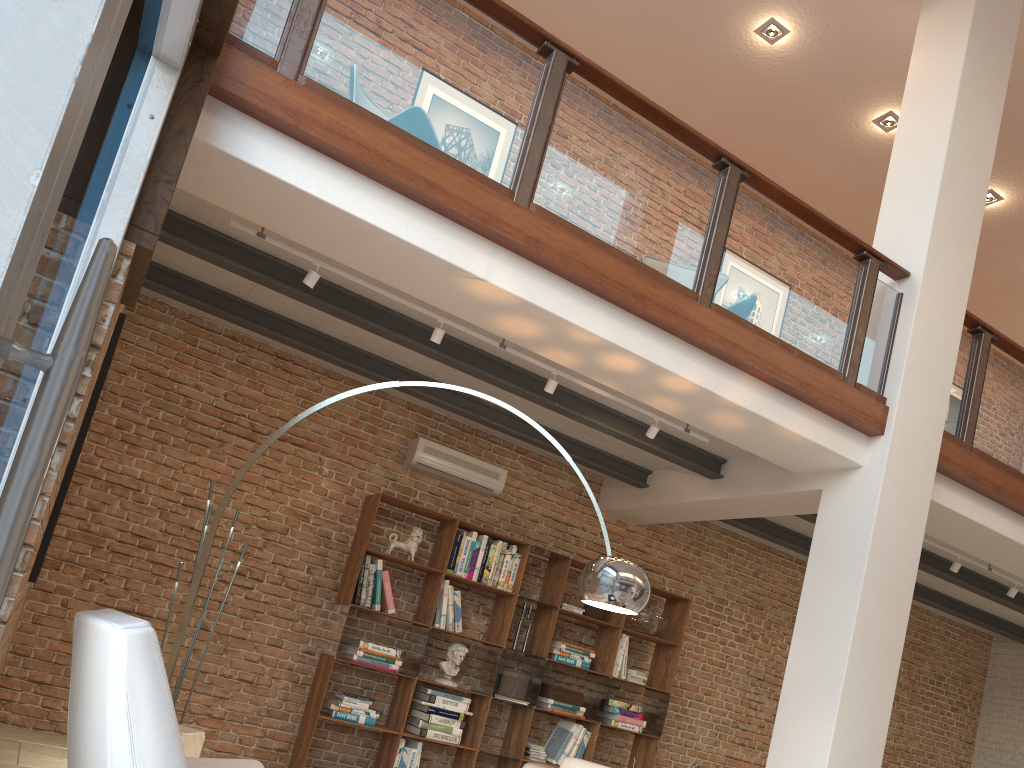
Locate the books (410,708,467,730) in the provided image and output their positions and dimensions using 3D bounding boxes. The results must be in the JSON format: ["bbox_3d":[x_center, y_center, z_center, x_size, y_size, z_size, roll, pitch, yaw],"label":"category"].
[{"bbox_3d":[-0.574,2.621,6.824,0.395,0.062,0.245,29,-23,-37],"label":"books"}]

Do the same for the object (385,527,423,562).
[{"bbox_3d":[-0.821,1.203,6.671,0.256,0.272,0.133,19,-11,-18],"label":"object"}]

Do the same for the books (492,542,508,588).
[{"bbox_3d":[-0.150,1.472,7.088,0.037,0.369,0.247,19,-12,-24],"label":"books"}]

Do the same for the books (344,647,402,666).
[{"bbox_3d":[-1.048,2.057,6.577,0.392,0.035,0.246,26,-21,-31],"label":"books"}]

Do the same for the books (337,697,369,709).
[{"bbox_3d":[-1.189,2.387,6.533,0.211,0.032,0.134,23,-20,-25],"label":"books"}]

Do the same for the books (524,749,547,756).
[{"bbox_3d":[0.158,3.048,7.245,0.176,0.018,0.238,26,-21,-30],"label":"books"}]

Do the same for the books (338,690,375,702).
[{"bbox_3d":[-1.167,2.337,6.530,0.259,0.016,0.164,23,-20,-25],"label":"books"}]

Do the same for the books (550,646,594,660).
[{"bbox_3d":[0.476,2.279,7.396,0.393,0.017,0.246,26,-22,-32],"label":"books"}]

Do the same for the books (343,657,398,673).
[{"bbox_3d":[-1.072,2.119,6.578,0.365,0.020,0.276,23,-20,-25],"label":"books"}]

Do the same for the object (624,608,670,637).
[{"bbox_3d":[1.176,2.130,7.761,0.434,0.211,0.457,10,-17,15],"label":"object"}]

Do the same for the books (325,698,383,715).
[{"bbox_3d":[-1.183,2.407,6.509,0.393,0.017,0.246,26,-22,-32],"label":"books"}]

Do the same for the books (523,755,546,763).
[{"bbox_3d":[0.145,3.097,7.238,0.177,0.018,0.237,28,-22,-35],"label":"books"}]

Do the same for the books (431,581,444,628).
[{"bbox_3d":[-0.616,1.716,6.850,0.104,0.369,0.247,19,-12,-24],"label":"books"}]

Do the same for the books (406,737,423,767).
[{"bbox_3d":[-0.781,2.940,6.741,0.081,0.370,0.247,19,-12,-24],"label":"books"}]

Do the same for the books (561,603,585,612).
[{"bbox_3d":[0.474,1.879,7.353,0.244,0.018,0.172,26,-21,-31],"label":"books"}]

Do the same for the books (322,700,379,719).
[{"bbox_3d":[-1.208,2.429,6.507,0.390,0.035,0.248,23,-20,-25],"label":"books"}]

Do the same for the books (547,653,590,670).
[{"bbox_3d":[0.461,2.349,7.389,0.332,0.053,0.261,20,-19,-15],"label":"books"}]

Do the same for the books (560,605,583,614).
[{"bbox_3d":[0.476,1.904,7.346,0.211,0.032,0.134,23,-20,-25],"label":"books"}]

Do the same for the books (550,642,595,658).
[{"bbox_3d":[0.488,2.252,7.394,0.392,0.035,0.246,26,-21,-31],"label":"books"}]

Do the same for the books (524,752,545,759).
[{"bbox_3d":[0.140,3.063,7.223,0.167,0.016,0.255,25,-21,-28],"label":"books"}]

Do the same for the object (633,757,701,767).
[{"bbox_3d":[0.540,1.650,3.215,0.314,0.584,0.568,7,-15,34],"label":"object"}]

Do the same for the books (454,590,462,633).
[{"bbox_3d":[-0.478,1.796,6.901,0.162,0.317,0.258,20,-14,-24],"label":"books"}]

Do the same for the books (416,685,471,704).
[{"bbox_3d":[-0.539,2.443,6.862,0.390,0.035,0.248,23,-20,-25],"label":"books"}]

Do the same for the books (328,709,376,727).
[{"bbox_3d":[-1.198,2.478,6.501,0.332,0.053,0.261,20,-19,-15],"label":"books"}]

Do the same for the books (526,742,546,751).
[{"bbox_3d":[0.166,3.005,7.243,0.136,0.032,0.208,24,-21,-28],"label":"books"}]

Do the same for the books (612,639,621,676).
[{"bbox_3d":[0.823,2.365,7.582,0.057,0.317,0.258,19,-13,-24],"label":"books"}]

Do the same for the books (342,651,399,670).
[{"bbox_3d":[-1.070,2.088,6.573,0.392,0.035,0.247,25,-21,-29],"label":"books"}]

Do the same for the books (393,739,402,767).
[{"bbox_3d":[-0.942,2.863,6.630,0.037,0.369,0.247,19,-12,-24],"label":"books"}]

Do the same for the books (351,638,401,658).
[{"bbox_3d":[-1.035,2.000,6.605,0.334,0.053,0.259,22,-19,-22],"label":"books"}]

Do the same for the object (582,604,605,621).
[{"bbox_3d":[0.711,1.904,7.468,0.191,0.224,0.203,10,-14,22],"label":"object"}]

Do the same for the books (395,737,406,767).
[{"bbox_3d":[-0.919,2.879,6.660,0.037,0.369,0.247,19,-12,-24],"label":"books"}]

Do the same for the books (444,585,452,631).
[{"bbox_3d":[-0.537,1.763,6.876,0.128,0.335,0.275,19,-13,-24],"label":"books"}]

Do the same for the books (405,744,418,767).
[{"bbox_3d":[-0.831,2.939,6.690,0.057,0.317,0.258,19,-13,-24],"label":"books"}]

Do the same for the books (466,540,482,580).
[{"bbox_3d":[-0.361,1.412,6.988,0.057,0.317,0.258,19,-13,-24],"label":"books"}]

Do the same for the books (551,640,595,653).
[{"bbox_3d":[0.484,2.229,7.415,0.366,0.020,0.276,24,-20,-26],"label":"books"}]

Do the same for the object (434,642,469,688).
[{"bbox_3d":[-0.479,2.209,6.888,0.198,0.337,0.199,17,-11,-10],"label":"object"}]

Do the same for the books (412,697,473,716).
[{"bbox_3d":[-0.559,2.526,6.835,0.456,0.020,0.276,23,-20,-25],"label":"books"}]

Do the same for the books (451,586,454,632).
[{"bbox_3d":[-0.523,1.773,6.894,0.128,0.335,0.275,19,-13,-24],"label":"books"}]

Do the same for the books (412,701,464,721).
[{"bbox_3d":[-0.577,2.552,6.811,0.337,0.053,0.257,25,-21,-29],"label":"books"}]

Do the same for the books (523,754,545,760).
[{"bbox_3d":[0.146,3.080,7.230,0.161,0.008,0.245,25,-21,-28],"label":"books"}]

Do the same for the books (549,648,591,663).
[{"bbox_3d":[0.451,2.300,7.394,0.390,0.035,0.248,23,-20,-25],"label":"books"}]

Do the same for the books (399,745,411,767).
[{"bbox_3d":[-0.882,2.920,6.670,0.059,0.317,0.258,19,-13,-24],"label":"books"}]

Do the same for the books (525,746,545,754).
[{"bbox_3d":[0.151,3.022,7.230,0.166,0.016,0.256,23,-20,-23],"label":"books"}]

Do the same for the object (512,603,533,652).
[{"bbox_3d":[0.095,1.995,7.145,0.124,0.384,0.062,19,-10,-23],"label":"object"}]

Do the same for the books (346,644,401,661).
[{"bbox_3d":[-1.053,2.033,6.598,0.366,0.020,0.276,24,-20,-26],"label":"books"}]

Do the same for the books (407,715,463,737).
[{"bbox_3d":[-0.606,2.675,6.825,0.371,0.053,0.287,22,-19,-22],"label":"books"}]

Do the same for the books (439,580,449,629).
[{"bbox_3d":[-0.573,1.726,6.846,0.106,0.369,0.247,19,-12,-24],"label":"books"}]

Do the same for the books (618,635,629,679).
[{"bbox_3d":[0.931,2.392,7.664,0.104,0.369,0.247,19,-12,-24],"label":"books"}]

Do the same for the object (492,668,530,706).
[{"bbox_3d":[-0.036,2.451,7.090,0.344,0.224,0.287,22,-16,-25],"label":"object"}]

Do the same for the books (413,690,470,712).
[{"bbox_3d":[-0.550,2.492,6.861,0.392,0.062,0.246,25,-21,-30],"label":"books"}]

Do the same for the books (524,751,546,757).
[{"bbox_3d":[0.152,3.057,7.234,0.161,0.008,0.245,25,-21,-28],"label":"books"}]

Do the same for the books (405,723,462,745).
[{"bbox_3d":[-0.611,2.727,6.799,0.392,0.062,0.246,25,-21,-30],"label":"books"}]

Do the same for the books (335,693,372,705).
[{"bbox_3d":[-1.191,2.362,6.540,0.244,0.018,0.172,26,-21,-31],"label":"books"}]
